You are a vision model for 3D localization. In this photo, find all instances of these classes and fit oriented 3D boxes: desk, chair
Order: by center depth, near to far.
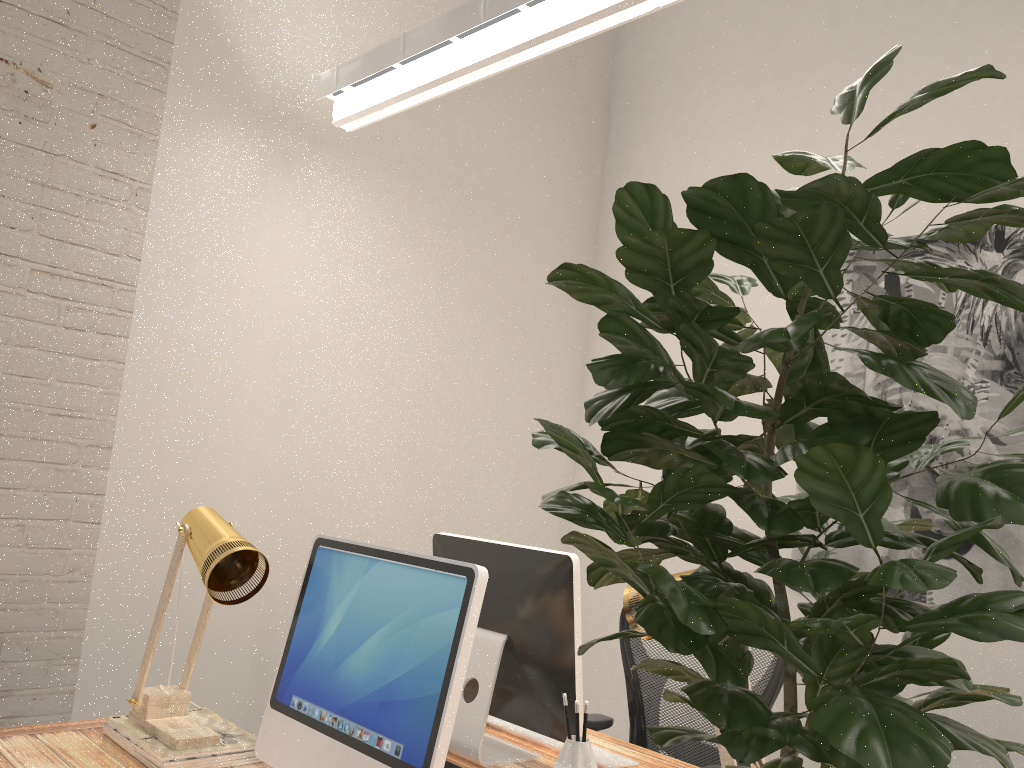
[{"bbox_3d":[-0.510,1.100,1.455,0.530,0.723,1.401,12,-9,-43],"label":"desk"},{"bbox_3d":[0.099,1.234,2.030,0.530,0.723,1.401,12,-9,-43],"label":"desk"},{"bbox_3d":[0.396,1.138,2.450,0.770,1.084,0.794,2,-7,30],"label":"chair"}]

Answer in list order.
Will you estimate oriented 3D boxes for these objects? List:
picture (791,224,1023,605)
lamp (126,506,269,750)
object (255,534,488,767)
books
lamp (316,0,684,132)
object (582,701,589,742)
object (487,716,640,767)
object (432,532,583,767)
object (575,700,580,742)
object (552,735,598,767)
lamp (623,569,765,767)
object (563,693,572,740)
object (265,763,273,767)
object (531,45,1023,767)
[{"bbox_3d":[1.290,0.097,2.877,0.049,1.181,0.731,12,-9,-43],"label":"picture"},{"bbox_3d":[-0.651,0.492,1.838,0.126,0.469,0.344,12,-9,-43],"label":"lamp"},{"bbox_3d":[-0.241,0.526,1.532,0.190,0.484,0.484,12,-9,-43],"label":"object"},{"bbox_3d":[-0.692,0.746,1.867,0.226,0.038,0.309,13,-10,-43],"label":"books"},{"bbox_3d":[2.154,-2.211,0.225,0.226,2.859,7.302,12,-9,-43],"label":"lamp"},{"bbox_3d":[0.142,0.735,1.773,0.008,0.207,0.054,5,-6,12],"label":"object"},{"bbox_3d":[0.107,0.880,2.191,0.119,0.017,0.439,13,-10,-43],"label":"object"},{"bbox_3d":[-0.046,0.615,2.083,0.190,0.484,0.484,12,-9,-43],"label":"object"},{"bbox_3d":[0.131,0.734,1.768,0.008,0.207,0.054,2,-7,33],"label":"object"},{"bbox_3d":[0.127,0.777,1.779,0.101,0.126,0.101,6,-7,1],"label":"object"},{"bbox_3d":[0.370,0.592,1.782,0.126,0.469,0.344,12,-9,-43],"label":"lamp"},{"bbox_3d":[0.117,0.734,1.788,0.054,0.207,0.008,2,-7,29],"label":"object"},{"bbox_3d":[-0.451,0.719,1.797,0.101,0.126,0.101,6,-7,1],"label":"object"},{"bbox_3d":[0.229,0.184,0.786,0.513,1.076,0.439,1,-8,37],"label":"object"}]
